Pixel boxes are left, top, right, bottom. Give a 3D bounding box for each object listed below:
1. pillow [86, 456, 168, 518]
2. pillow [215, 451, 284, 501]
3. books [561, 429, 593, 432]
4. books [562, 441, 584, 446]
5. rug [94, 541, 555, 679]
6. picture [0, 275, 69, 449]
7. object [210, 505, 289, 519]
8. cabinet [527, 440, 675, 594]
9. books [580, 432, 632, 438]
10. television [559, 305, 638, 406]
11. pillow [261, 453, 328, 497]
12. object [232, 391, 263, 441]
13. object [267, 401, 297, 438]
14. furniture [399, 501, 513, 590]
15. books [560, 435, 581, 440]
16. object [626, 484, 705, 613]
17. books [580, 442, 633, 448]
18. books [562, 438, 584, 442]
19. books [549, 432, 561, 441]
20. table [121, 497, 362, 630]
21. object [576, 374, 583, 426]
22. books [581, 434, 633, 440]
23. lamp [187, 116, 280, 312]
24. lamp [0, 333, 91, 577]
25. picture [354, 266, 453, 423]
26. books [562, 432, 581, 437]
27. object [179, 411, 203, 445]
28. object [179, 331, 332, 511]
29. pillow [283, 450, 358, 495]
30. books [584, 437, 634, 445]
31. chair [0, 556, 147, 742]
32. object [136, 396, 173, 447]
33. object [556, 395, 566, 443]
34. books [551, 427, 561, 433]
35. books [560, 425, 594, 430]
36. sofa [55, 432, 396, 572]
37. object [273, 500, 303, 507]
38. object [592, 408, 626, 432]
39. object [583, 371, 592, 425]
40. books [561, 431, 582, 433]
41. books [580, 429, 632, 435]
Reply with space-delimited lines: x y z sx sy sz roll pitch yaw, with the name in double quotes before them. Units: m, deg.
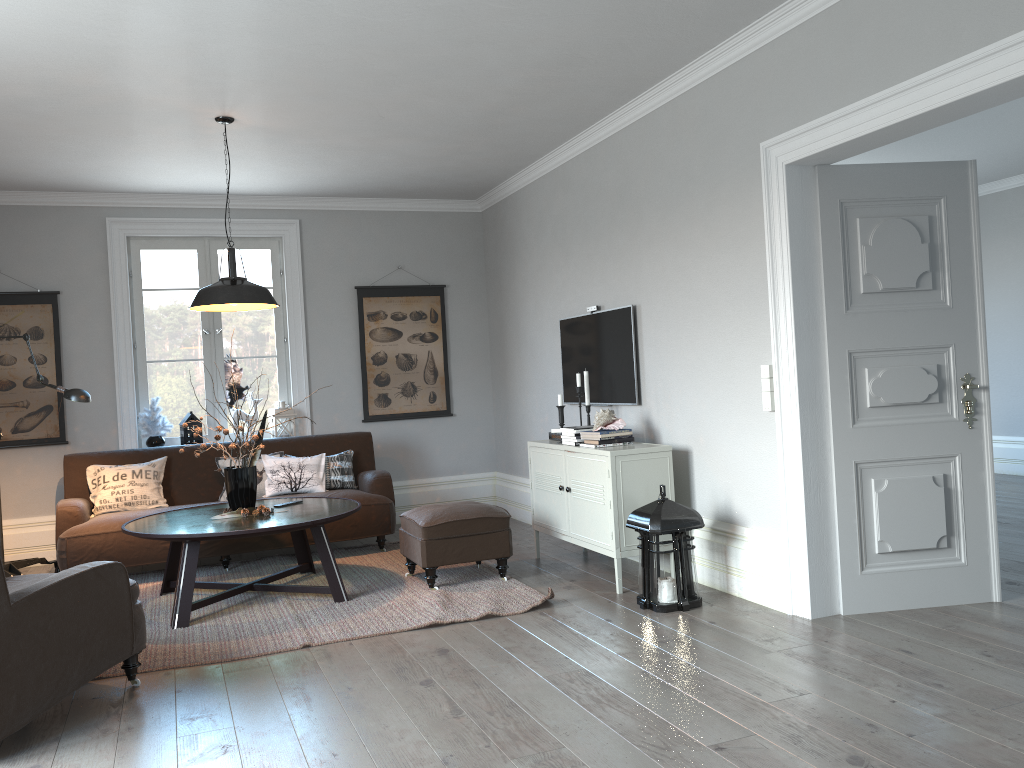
"pillow" -2.621 0.704 6.055 0.519 0.368 0.240 -3 0 -21
"pillow" -1.855 0.670 6.312 0.472 0.347 0.159 -3 0 -24
"books" 0.449 0.268 5.299 0.260 0.010 0.196 -3 0 -23
"books" 0.461 0.344 5.306 0.271 0.022 0.200 -3 0 -19
"rug" -1.476 1.181 5.094 2.819 0.090 2.400 -3 0 -21
"picture" -3.696 -0.187 6.440 0.793 1.313 0.057 -3 0 -21
"object" -1.470 0.709 4.971 0.404 0.067 0.153 -3 0 -4
"cabinet" 0.495 0.731 5.278 0.408 0.757 1.152 -3 0 -21
"books" 0.540 0.288 5.079 0.235 0.017 0.184 -4 0 -34
"television" 0.561 -0.185 5.856 0.041 0.657 1.063 -3 0 -21
"pillow" -1.557 0.643 6.348 0.471 0.309 0.188 -3 0 -21
"object" -2.062 0.264 6.931 0.239 0.410 0.128 -3 0 -25
"object" -1.833 0.294 7.082 0.193 0.322 0.193 -3 0 -27
"furniture" -0.331 0.934 5.235 0.583 0.440 0.574 -3 0 -21
"books" 0.458 0.309 5.308 0.271 0.016 0.222 -3 0 -21
"object" 0.768 0.800 4.424 0.323 0.599 0.323 -3 0 -21
"books" 0.539 0.345 5.093 0.243 0.014 0.196 -3 0 -21
"books" 0.454 0.325 5.296 0.253 0.016 0.200 -3 0 -23
"books" 0.392 0.330 5.699 0.218 0.049 0.276 -3 0 -21
"table" -1.501 0.987 5.050 1.300 0.503 1.299 -4 0 -28
"object" 0.418 0.143 5.434 0.092 0.431 0.092 -3 0 28
"books" 0.542 0.304 5.086 0.235 0.014 0.184 -4 0 -32
"lamp" -1.611 -0.971 5.049 0.504 1.076 0.504 -3 0 26
"lamp" -3.374 0.517 5.687 1.864 1.644 0.797 -3 0 16
"picture" -0.918 -0.355 7.526 0.793 1.313 0.057 -3 0 -21
"books" 0.450 0.292 5.301 0.251 0.019 0.200 -3 0 -19
"object" -2.480 0.353 6.851 0.155 0.284 0.155 -3 0 -31
"object" -1.425 0.201 5.027 0.525 1.066 0.853 -3 0 40
"pillow" -1.410 0.646 6.525 0.542 0.288 0.183 -3 0 -20
"books" 0.556 0.323 5.092 0.238 0.027 0.175 -3 0 -25
"chair" -1.990 0.869 3.398 0.807 0.795 0.970 -3 0 20
"object" -2.734 0.297 6.745 0.262 0.424 0.247 -3 0 14
"object" 0.305 0.211 5.477 0.083 0.311 0.083 -3 0 -44
"books" 0.375 0.295 5.721 0.199 0.024 0.161 -3 0 23
"books" 0.448 0.259 5.307 0.263 0.008 0.212 -3 0 -20
"sofa" -1.952 0.832 6.198 2.165 0.824 0.968 -3 0 -21
"object" -1.351 0.722 5.354 0.051 0.011 0.207 -3 0 29
"object" 0.535 0.203 5.092 0.194 0.127 0.192 -3 0 -28
"object" 0.473 0.128 5.523 0.066 0.457 0.066 -3 0 36
"books" 0.454 0.277 5.300 0.265 0.010 0.196 -3 0 -21
"books" 0.537 0.273 5.083 0.235 0.014 0.184 -4 0 -34
